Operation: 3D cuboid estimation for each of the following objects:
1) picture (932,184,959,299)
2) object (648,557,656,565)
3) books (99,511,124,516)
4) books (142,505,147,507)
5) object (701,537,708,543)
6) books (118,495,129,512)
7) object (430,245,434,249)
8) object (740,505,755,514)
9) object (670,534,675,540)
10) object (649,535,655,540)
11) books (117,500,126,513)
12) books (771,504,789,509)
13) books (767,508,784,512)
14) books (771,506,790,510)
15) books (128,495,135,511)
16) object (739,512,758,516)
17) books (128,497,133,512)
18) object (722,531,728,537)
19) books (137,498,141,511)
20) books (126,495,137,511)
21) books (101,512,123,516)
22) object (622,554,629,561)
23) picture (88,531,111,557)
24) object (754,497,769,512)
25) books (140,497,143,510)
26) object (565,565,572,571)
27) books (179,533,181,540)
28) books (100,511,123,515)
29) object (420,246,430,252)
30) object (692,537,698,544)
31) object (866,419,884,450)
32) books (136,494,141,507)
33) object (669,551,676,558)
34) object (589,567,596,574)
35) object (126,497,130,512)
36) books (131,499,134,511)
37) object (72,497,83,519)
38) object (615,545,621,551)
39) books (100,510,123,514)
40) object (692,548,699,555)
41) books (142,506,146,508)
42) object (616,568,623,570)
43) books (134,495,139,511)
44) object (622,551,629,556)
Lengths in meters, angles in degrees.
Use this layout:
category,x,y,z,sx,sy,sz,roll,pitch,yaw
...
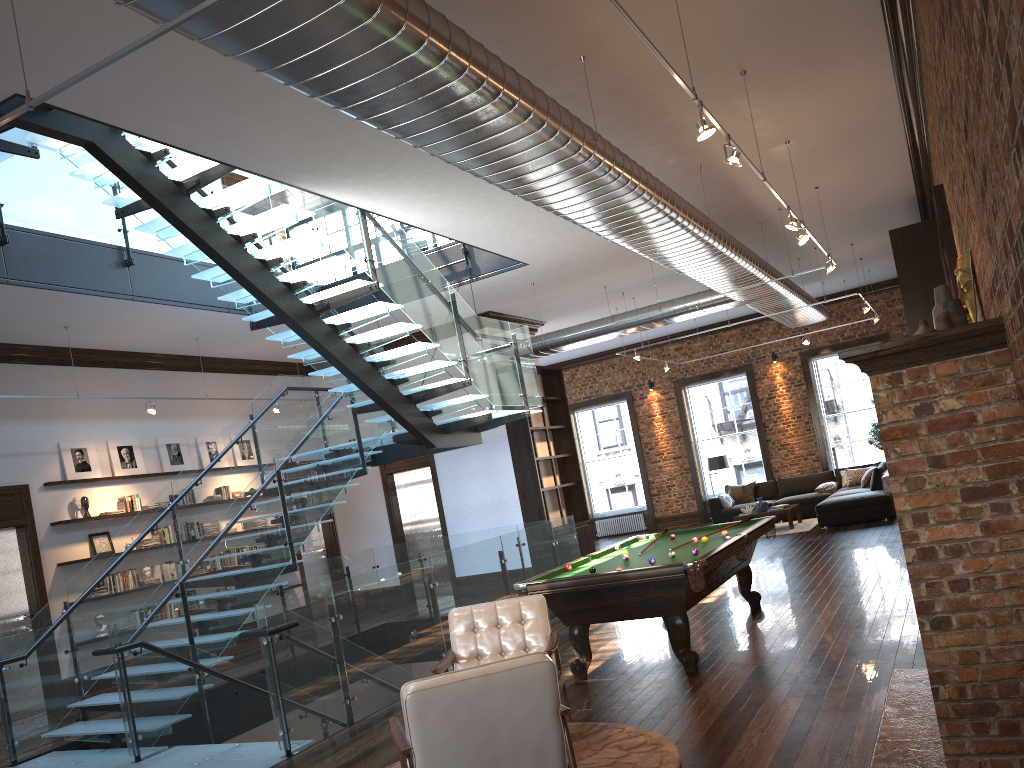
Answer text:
category,x,y,z,sx,sy,sz,roll,pitch,yaw
picture,4.498,-0.134,8.690,0.081,2.989,3.194,-11,-4,26
object,1.096,1.386,6.938,0.057,0.057,0.056,-13,-5,31
books,-5.263,1.704,11.657,0.142,0.010,0.286,-13,-7,23
books,-4.998,1.677,12.201,0.153,0.013,0.195,-14,-7,26
object,1.706,1.381,7.855,0.057,0.056,0.057,-13,-5,26
books,-5.187,1.612,11.843,0.143,0.228,0.014,-12,-2,27
object,-1.684,-1.987,18.006,0.809,1.857,0.806,-10,-3,-15
object,4.270,2.269,16.003,0.217,0.159,0.221,-9,-5,-22
object,1.580,1.508,8.730,0.057,0.057,0.057,-9,-4,-15
object,1.440,1.579,9.107,0.058,0.057,0.057,-13,-5,27
books,-5.204,1.639,11.817,0.129,0.175,0.050,-12,-3,26
books,4.836,2.208,16.010,0.260,0.028,0.207,-7,-8,-31
books,4.671,2.231,15.714,0.262,0.024,0.206,-11,-7,4
books,4.842,2.235,16.016,0.260,0.024,0.207,-7,-8,-29
books,-5.132,1.615,11.905,0.165,0.216,0.012,-12,-2,27
object,4.269,2.341,15.995,0.200,0.018,0.270,-5,-9,-40
books,-5.159,1.625,11.864,0.165,0.197,0.029,-12,-3,27
object,1.942,1.366,8.097,0.057,0.057,0.057,-9,-5,-18
books,-5.095,1.641,12.020,0.132,0.177,0.034,-12,-3,27
books,-5.127,1.613,11.951,0.134,0.228,0.024,-12,-2,27
books,-5.264,1.715,11.659,0.143,0.011,0.254,-14,-7,25
object,0.973,1.485,7.588,0.057,0.057,0.057,-10,-4,-4
picture,-5.316,2.073,11.495,0.078,0.299,0.299,-12,-4,26
object,4.508,2.187,16.063,0.214,0.250,0.218,-8,-5,-31
books,-5.082,1.641,12.055,0.129,0.181,0.012,-12,-2,27
object,0.486,1.576,7.591,0.057,0.057,0.057,-9,-4,-17
books,-4.740,2.123,12.535,0.152,0.235,0.026,-12,-2,27
books,-5.267,1.694,11.659,0.143,0.011,0.255,-14,-7,28
object,-1.496,-2.019,13.340,0.540,0.766,0.522,-10,-3,-4
object,1.643,1.404,7.953,0.057,0.057,0.057,-10,-4,-9
object,7.802,1.550,18.287,0.819,1.857,0.796,-12,-3,35
books,-5.096,1.617,12.046,0.120,0.232,0.014,-12,-2,27
object,1.288,1.373,7.133,0.056,0.057,0.057,-9,-5,-25
object,0.642,1.485,7.067,0.057,0.057,0.057,-13,-5,31
object,-5.177,1.622,11.851,0.155,0.206,0.010,-12,-2,27
books,-5.145,1.636,11.890,0.158,0.176,0.029,-13,-3,27
object,-5.507,1.576,11.244,0.097,0.287,0.099,-10,-3,-21
object,1.035,1.603,8.676,0.057,0.057,0.057,-12,-5,25
books,-5.269,1.683,11.659,0.143,0.011,0.255,-13,-7,24
object,1.452,1.330,7.030,0.056,0.057,0.058,-7,-6,-42
books,-4.999,1.690,12.193,0.126,0.014,0.213,-14,-7,26
object,0.805,1.405,6.645,0.056,0.057,0.058,-6,-6,-46
books,-5.114,1.616,11.996,0.112,0.228,0.024,-12,-2,27
object,1.010,1.515,7.900,0.056,0.057,0.057,-8,-5,-27
